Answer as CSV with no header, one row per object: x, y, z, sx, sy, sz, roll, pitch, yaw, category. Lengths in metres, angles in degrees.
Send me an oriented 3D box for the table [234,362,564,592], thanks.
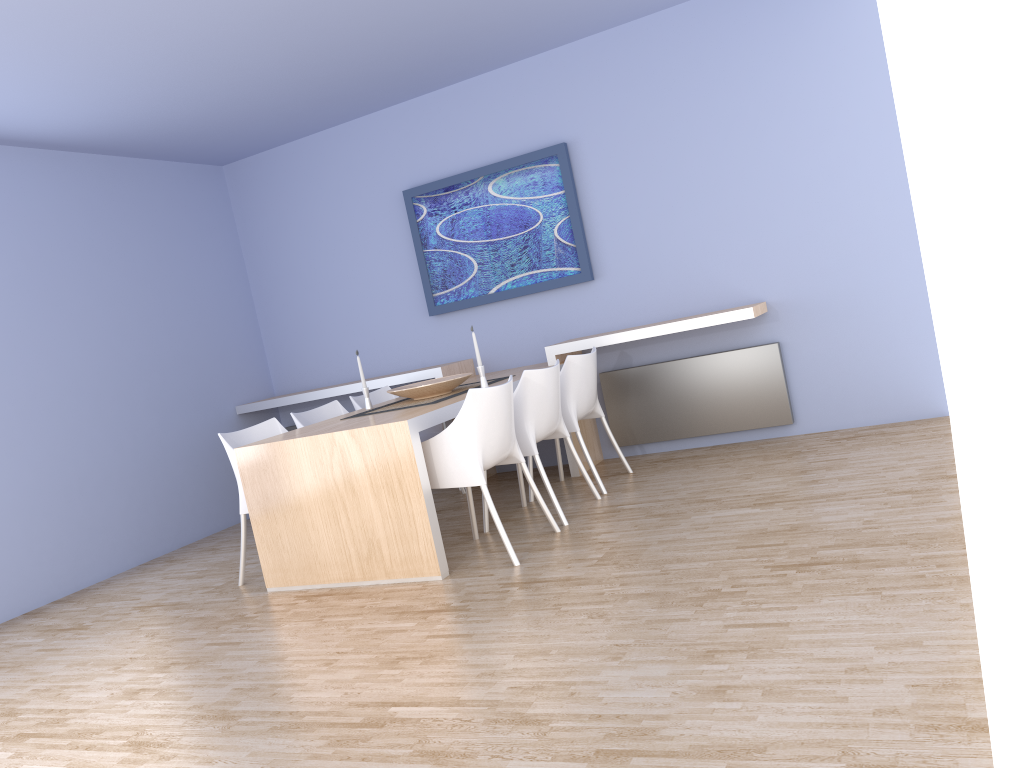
-0.332,0.406,5.117,1.002,0.718,2.340,-10,4,26,table

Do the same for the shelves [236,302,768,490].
-0.192,0.245,6.075,3.901,0.840,0.463,-10,4,26,shelves

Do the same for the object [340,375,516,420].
-0.443,0.069,4.993,0.594,0.005,0.986,-10,4,26,object

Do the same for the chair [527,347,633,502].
0.334,0.221,5.216,0.486,0.793,0.510,-10,4,26,chair

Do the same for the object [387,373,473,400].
-0.454,0.028,4.993,0.493,0.081,0.493,-8,6,45,object

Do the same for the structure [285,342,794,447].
-0.040,0.291,6.213,3.843,0.503,0.064,-10,4,26,structure

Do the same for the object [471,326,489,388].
-0.180,-0.146,4.734,0.045,0.349,0.045,-10,4,26,object

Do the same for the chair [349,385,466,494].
-0.695,0.403,5.690,0.486,0.793,0.510,-10,4,26,chair

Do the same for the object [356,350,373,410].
-0.852,-0.028,5.069,0.045,0.349,0.045,-14,4,-22,object

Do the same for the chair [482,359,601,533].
0.089,0.310,4.690,0.486,0.793,0.510,-10,4,27,chair

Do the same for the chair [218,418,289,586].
-1.176,0.578,4.662,0.486,0.793,0.510,-10,4,26,chair

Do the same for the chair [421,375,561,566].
-0.161,0.401,4.157,0.486,0.793,0.510,-10,4,26,chair

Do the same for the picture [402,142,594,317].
-0.118,-1.020,6.028,1.252,0.901,0.049,-10,4,26,picture

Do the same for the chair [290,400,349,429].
-0.935,0.491,5.176,0.486,0.793,0.510,-10,4,26,chair
